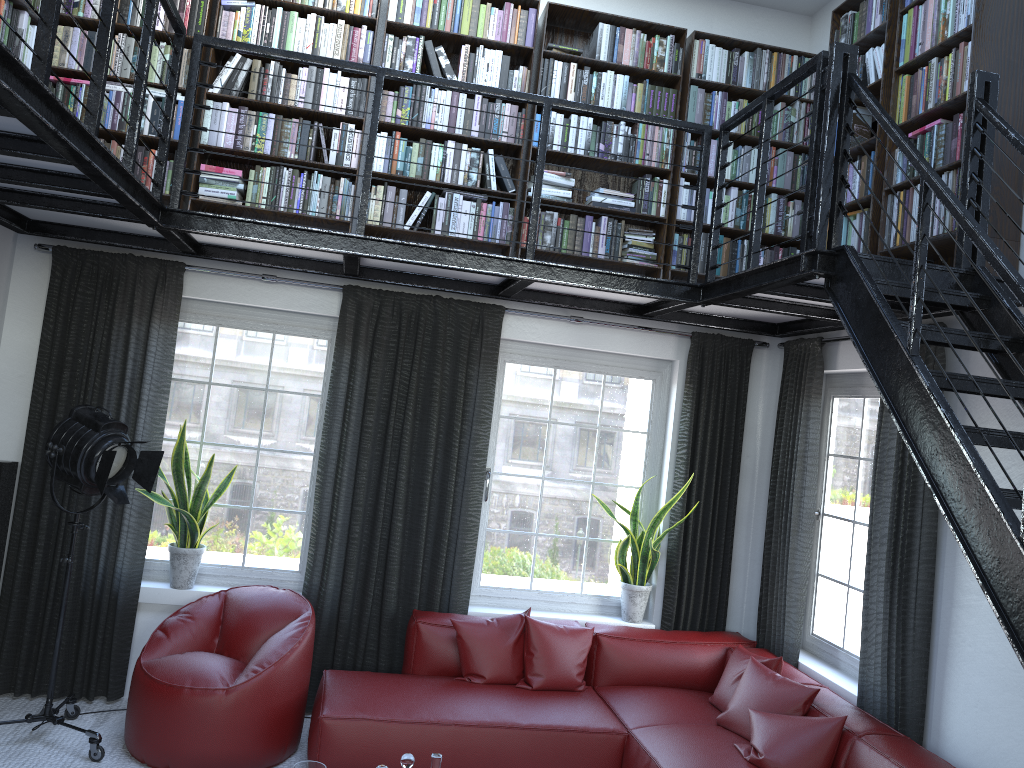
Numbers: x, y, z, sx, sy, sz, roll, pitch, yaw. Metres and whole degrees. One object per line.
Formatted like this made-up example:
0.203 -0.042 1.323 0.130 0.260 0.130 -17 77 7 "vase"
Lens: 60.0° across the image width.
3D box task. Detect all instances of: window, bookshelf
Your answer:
1.869 0.731 4.621 0.133 1.609 1.165 7 -3 -10 "window"
0.348 0.582 5.421 1.166 1.609 0.133 7 -4 -10 "window"
-0.112 -1.477 3.749 4.472 1.620 3.085 7 -2 -10 "bookshelf"
-1.612 0.346 5.080 1.166 1.609 0.133 7 -4 -10 "window"

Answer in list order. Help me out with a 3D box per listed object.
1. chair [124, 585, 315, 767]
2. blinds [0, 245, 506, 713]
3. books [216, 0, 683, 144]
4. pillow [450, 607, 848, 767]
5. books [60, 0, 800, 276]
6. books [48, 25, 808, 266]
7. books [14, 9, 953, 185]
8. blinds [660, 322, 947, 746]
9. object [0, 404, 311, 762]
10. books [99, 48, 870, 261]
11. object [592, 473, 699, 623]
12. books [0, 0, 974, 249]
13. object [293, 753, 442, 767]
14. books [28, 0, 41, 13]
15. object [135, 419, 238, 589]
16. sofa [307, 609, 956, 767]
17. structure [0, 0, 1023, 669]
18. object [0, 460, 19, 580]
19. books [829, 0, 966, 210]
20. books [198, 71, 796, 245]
-1.413 1.409 4.352 0.832 0.713 0.827 4 -4 41 "chair"
-1.392 0.568 4.892 2.506 2.391 0.125 7 -4 -10 "blinds"
-0.326 -1.820 5.127 2.634 0.829 0.213 7 -4 -10 "books"
0.737 1.464 4.524 1.960 0.402 0.979 5 -2 32 "pillow"
-0.354 -1.525 5.094 4.438 1.400 0.241 7 -4 -9 "books"
-0.353 -1.536 5.099 4.432 1.415 0.226 7 -4 -10 "books"
-0.105 -1.416 3.641 4.331 1.142 1.596 7 -3 -11 "books"
1.578 0.901 4.700 0.526 2.385 1.750 9 -4 -28 "blinds"
-1.099 1.015 4.674 2.899 1.582 0.753 8 -4 -26 "object"
-0.282 -1.547 4.617 4.432 1.432 1.283 7 -3 -8 "books"
0.752 0.950 5.192 0.552 0.942 0.525 8 -4 -21 "object"
-0.105 -1.542 3.887 4.380 1.408 1.168 7 -3 -10 "books"
-0.296 1.463 3.189 1.008 0.295 0.511 7 -2 -7 "object"
-2.066 -1.807 2.974 0.314 1.426 2.204 7 -3 -10 "books"
-1.859 0.636 4.762 0.553 0.942 0.524 7 -4 1 "object"
0.463 1.638 3.527 2.539 0.657 3.276 7 -2 -10 "sofa"
-0.171 0.167 2.880 4.485 3.361 4.610 7 -3 -10 "structure"
-2.702 1.005 4.533 0.157 1.224 0.157 6 -4 5 "object"
-0.026 -1.550 3.354 4.373 1.412 2.202 7 -3 -11 "books"
-0.008 -1.342 5.164 3.389 1.125 0.240 7 -4 -10 "books"
